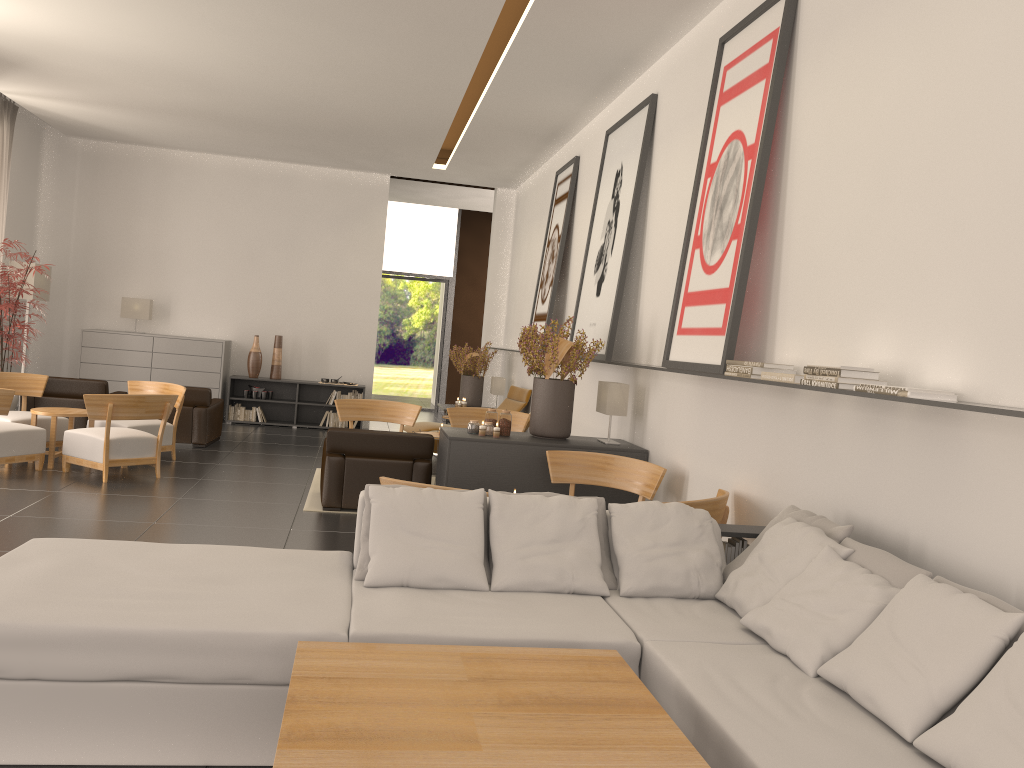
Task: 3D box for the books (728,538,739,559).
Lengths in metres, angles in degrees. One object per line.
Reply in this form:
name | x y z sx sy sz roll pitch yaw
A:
books | 1.701 1.335 6.853 0.028 0.254 0.149 5 2 -10

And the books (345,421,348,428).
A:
books | -3.900 0.851 20.954 0.057 0.346 0.197 5 2 -10

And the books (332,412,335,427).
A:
books | -4.200 0.838 20.871 0.057 0.327 0.257 5 2 -10

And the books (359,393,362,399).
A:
books | -3.581 0.378 20.943 0.048 0.305 0.226 5 2 -10

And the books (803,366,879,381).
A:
books | 2.244 -0.074 6.064 0.284 0.053 0.485 5 3 -10

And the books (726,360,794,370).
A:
books | 2.061 -0.159 7.392 0.299 0.040 0.526 4 3 -20

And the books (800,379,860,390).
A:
books | 2.245 0.010 6.077 0.316 0.040 0.504 5 3 -10

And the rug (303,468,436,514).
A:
rug | -1.018 1.676 13.481 3.999 0.010 3.561 5 3 -10

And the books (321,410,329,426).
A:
books | -4.397 0.802 20.839 0.156 0.371 0.252 5 2 -10

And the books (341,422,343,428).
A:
books | -4.002 0.815 20.910 0.041 0.404 0.245 5 2 -10

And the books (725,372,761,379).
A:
books | 2.054 -0.061 7.404 0.376 0.032 0.504 5 3 -10

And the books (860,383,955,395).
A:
books | 2.407 0.031 5.410 0.337 0.018 0.433 4 3 -15

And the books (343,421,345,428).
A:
books | -3.954 0.843 20.909 0.023 0.356 0.267 5 2 -10

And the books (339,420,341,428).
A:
books | -4.045 0.846 20.902 0.041 0.335 0.248 5 2 -10

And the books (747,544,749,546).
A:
books | 1.823 1.361 6.887 0.039 0.221 0.174 5 2 -10

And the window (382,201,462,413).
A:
window | -6.926 -3.141 27.556 10.306 7.378 0.100 5 1 -10

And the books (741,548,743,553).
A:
books | 1.742 1.358 6.862 0.012 0.215 0.153 5 2 -10

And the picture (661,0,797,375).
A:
picture | 2.046 -1.848 8.534 0.384 3.492 1.601 5 2 -10

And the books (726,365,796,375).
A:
books | 2.072 -0.107 7.393 0.391 0.063 0.498 5 3 -10

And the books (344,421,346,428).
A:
books | -3.933 0.852 20.912 0.020 0.341 0.268 5 2 -10

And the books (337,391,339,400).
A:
books | -4.095 0.328 20.839 0.019 0.324 0.254 5 2 -10

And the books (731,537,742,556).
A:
books | 1.727 1.327 6.860 0.021 0.274 0.156 5 2 -10

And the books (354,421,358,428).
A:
books | -3.655 0.861 20.968 0.156 0.371 0.252 5 2 -10

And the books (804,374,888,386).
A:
books | 2.280 -0.026 6.082 0.350 0.038 0.525 5 3 -5

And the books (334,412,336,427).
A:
books | -4.163 0.841 20.873 0.016 0.327 0.265 5 2 -10

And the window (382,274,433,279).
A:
window | -0.341 -4.169 22.584 99.091 20.572 48.666 5 2 -10

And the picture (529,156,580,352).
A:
picture | 0.719 -2.306 16.298 0.384 3.492 1.601 5 2 -10

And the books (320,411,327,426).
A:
books | -4.426 0.805 20.835 0.153 0.360 0.250 5 2 -10

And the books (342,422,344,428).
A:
books | -3.974 0.849 20.905 0.014 0.341 0.267 5 2 -10

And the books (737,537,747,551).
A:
books | 1.764 1.330 6.871 0.028 0.273 0.165 5 2 -10

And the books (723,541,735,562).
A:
books | 1.669 1.348 6.861 0.028 0.222 0.175 5 2 -10

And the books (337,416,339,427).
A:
books | -4.087 0.821 20.908 0.041 0.376 0.221 5 2 -10

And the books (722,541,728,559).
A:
books | 1.612 1.334 6.853 0.015 0.241 0.180 5 2 -10

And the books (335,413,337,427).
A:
books | -4.150 0.846 20.895 0.018 0.318 0.227 5 2 -10

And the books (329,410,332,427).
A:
books | -4.266 0.808 20.863 0.041 0.376 0.248 5 2 -10

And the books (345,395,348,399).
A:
books | -3.904 0.379 20.918 0.054 0.249 0.167 5 2 -10

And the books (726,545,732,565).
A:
books | 1.639 1.348 6.848 0.034 0.217 0.161 5 2 -10

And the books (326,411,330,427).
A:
books | -4.321 0.821 20.846 0.071 0.344 0.265 5 2 -10

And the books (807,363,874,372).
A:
books | 2.249 -0.112 6.079 0.256 0.023 0.434 5 3 -10

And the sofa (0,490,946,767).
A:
sofa | -0.152 1.569 3.852 5.524 1.204 5.609 5 3 -10

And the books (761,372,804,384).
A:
books | 2.154 -0.041 6.790 0.301 0.064 0.407 4 3 -20

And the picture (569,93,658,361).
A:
picture | 1.362 -2.084 12.533 0.384 3.492 2.195 5 2 -10

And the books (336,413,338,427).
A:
books | -4.121 0.804 20.896 0.031 0.406 0.231 5 2 -10

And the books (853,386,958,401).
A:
books | 2.393 0.055 5.416 0.337 0.034 0.517 4 3 -15

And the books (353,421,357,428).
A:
books | -3.685 0.864 20.964 0.153 0.360 0.250 5 2 -10

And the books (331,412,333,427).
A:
books | -4.238 0.838 20.867 0.018 0.321 0.252 5 2 -10

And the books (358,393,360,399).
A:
books | -3.623 0.371 20.925 0.039 0.312 0.246 5 2 -10

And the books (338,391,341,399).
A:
books | -4.063 0.327 20.878 0.054 0.328 0.187 5 2 -10

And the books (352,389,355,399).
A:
books | -3.750 0.325 20.908 0.039 0.384 0.233 5 2 -10

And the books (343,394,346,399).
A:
books | -3.958 0.375 20.908 0.054 0.249 0.167 5 2 -10
